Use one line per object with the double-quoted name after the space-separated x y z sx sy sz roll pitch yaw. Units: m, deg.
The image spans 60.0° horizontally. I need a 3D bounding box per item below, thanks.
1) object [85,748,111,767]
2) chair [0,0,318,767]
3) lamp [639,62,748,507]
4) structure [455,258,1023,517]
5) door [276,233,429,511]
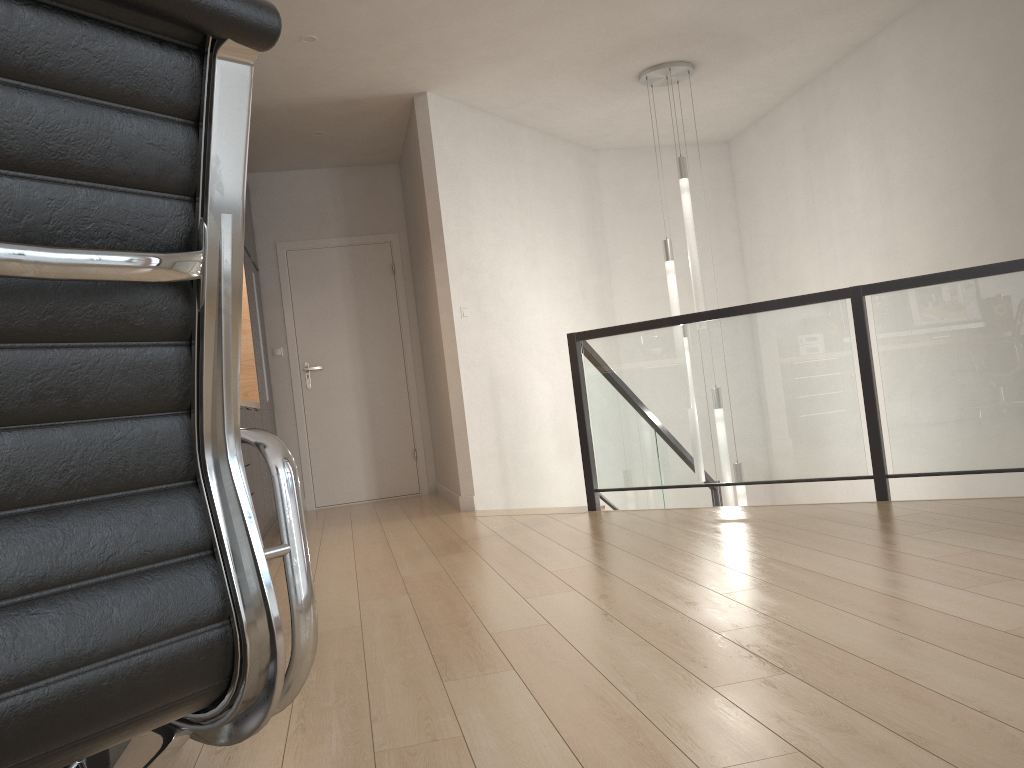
-1.059 0.560 1.679 0.474 0.527 0.215 -7 -1 -11 "object"
-0.511 0.238 0.639 0.699 0.991 0.664 -8 -1 40 "chair"
1.124 -1.207 5.851 0.359 6.725 0.359 -7 -1 25 "lamp"
2.281 1.674 5.402 4.190 4.339 2.823 -8 -1 34 "structure"
-1.271 -0.114 7.098 0.974 2.136 0.085 -7 -1 -11 "door"
